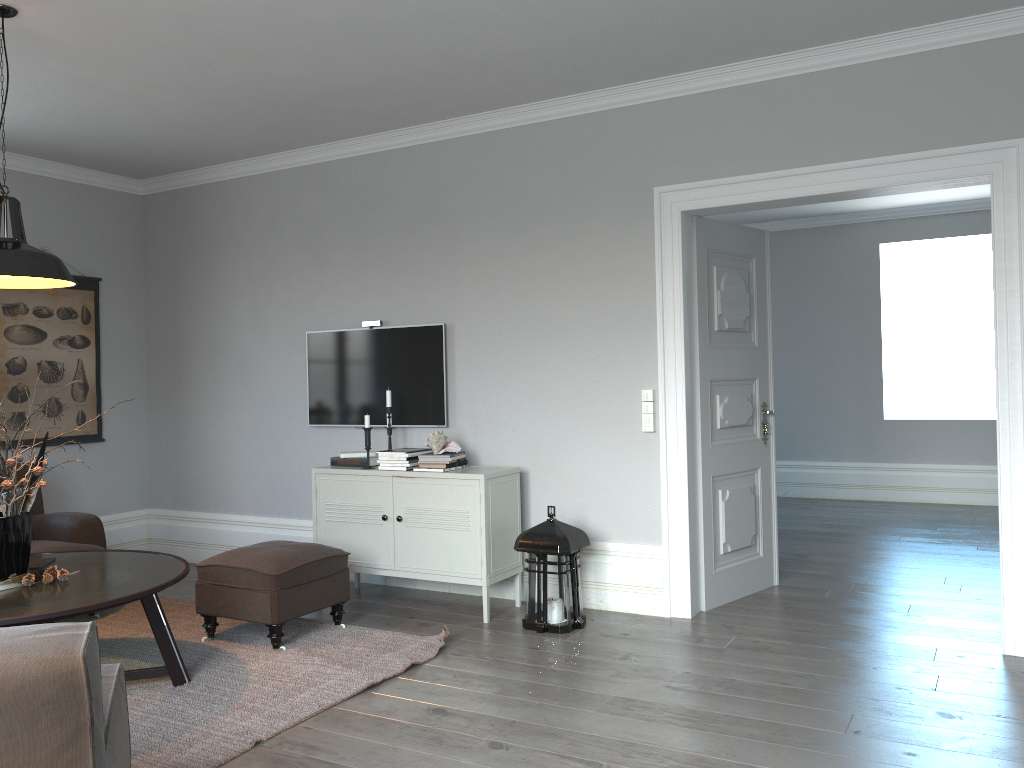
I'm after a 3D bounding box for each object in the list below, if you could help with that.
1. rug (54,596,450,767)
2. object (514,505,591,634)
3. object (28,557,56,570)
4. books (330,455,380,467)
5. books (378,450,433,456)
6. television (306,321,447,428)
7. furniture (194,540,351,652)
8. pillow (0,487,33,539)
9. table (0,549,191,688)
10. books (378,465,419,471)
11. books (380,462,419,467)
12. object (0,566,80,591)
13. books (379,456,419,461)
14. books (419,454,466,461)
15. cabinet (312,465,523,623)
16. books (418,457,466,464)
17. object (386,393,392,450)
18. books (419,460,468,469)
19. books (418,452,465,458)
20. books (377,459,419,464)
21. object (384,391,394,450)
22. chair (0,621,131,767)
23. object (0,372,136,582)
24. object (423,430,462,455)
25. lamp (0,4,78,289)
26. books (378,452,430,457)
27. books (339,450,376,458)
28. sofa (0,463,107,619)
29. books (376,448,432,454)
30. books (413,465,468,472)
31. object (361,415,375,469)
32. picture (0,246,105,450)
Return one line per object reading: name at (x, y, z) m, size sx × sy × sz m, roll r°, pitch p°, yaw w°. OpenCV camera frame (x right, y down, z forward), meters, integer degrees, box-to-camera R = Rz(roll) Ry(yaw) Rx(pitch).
rug at (-1.963, 1.221, 3.522) m, size 2.400 × 0.090 × 2.819 m, roll -1°, pitch 0°, yaw 30°
object at (0.204, 0.907, 4.440) m, size 0.323 × 0.599 × 0.323 m, roll -1°, pitch 0°, yaw 29°
object at (-2.022, 0.771, 3.820) m, size 0.051 × 0.011 × 0.207 m, roll -1°, pitch 0°, yaw -11°
books at (-0.887, 0.448, 5.205) m, size 0.276 × 0.049 × 0.218 m, roll -1°, pitch 0°, yaw 29°
books at (-0.587, 0.380, 4.934) m, size 0.196 × 0.010 × 0.260 m, roll -1°, pitch 0°, yaw 27°
television at (-0.845, -0.058, 5.453) m, size 1.063 × 0.657 × 0.041 m, roll -1°, pitch 0°, yaw 29°
furniture at (-1.162, 1.017, 4.366) m, size 0.574 × 0.440 × 0.583 m, roll -1°, pitch 0°, yaw 30°
pillow at (-2.809, 0.716, 4.690) m, size 0.183 × 0.288 × 0.542 m, roll -1°, pitch 0°, yaw 31°
table at (-1.950, 1.026, 3.479) m, size 1.300 × 0.503 × 1.300 m, roll -1°, pitch 0°, yaw 22°
books at (-0.584, 0.457, 4.944) m, size 0.200 × 0.022 × 0.271 m, roll -1°, pitch 0°, yaw 31°
books at (-0.582, 0.438, 4.933) m, size 0.200 × 0.016 × 0.253 m, roll -1°, pitch 0°, yaw 27°
object at (-1.870, 0.748, 3.448) m, size 0.404 × 0.067 × 0.153 m, roll -2°, pitch 0°, yaw -43°
books at (-0.588, 0.404, 4.935) m, size 0.200 × 0.019 × 0.251 m, roll -1°, pitch 0°, yaw 31°
books at (-0.377, 0.400, 4.821) m, size 0.184 × 0.017 × 0.235 m, roll -1°, pitch 0°, yaw 17°
cabinet at (-0.547, 0.844, 4.929) m, size 1.152 × 0.757 × 0.408 m, roll -1°, pitch 0°, yaw 29°
books at (-0.380, 0.415, 4.827) m, size 0.184 × 0.014 × 0.235 m, roll -1°, pitch 0°, yaw 19°
object at (-0.694, 0.257, 5.024) m, size 0.092 × 0.431 × 0.092 m, roll -1°, pitch 0°, yaw -11°
books at (-0.374, 0.436, 4.840) m, size 0.175 × 0.027 × 0.238 m, roll -1°, pitch 0°, yaw 26°
books at (-0.382, 0.384, 4.823) m, size 0.184 × 0.014 × 0.235 m, roll -1°, pitch 0°, yaw 17°
books at (-0.586, 0.422, 4.945) m, size 0.222 × 0.016 × 0.271 m, roll -1°, pitch 0°, yaw 29°
object at (-0.708, 0.246, 5.128) m, size 0.066 × 0.457 × 0.066 m, roll -1°, pitch 0°, yaw -3°
chair at (-1.277, 0.860, 1.898) m, size 0.807 × 0.795 × 0.970 m, roll -1°, pitch 0°, yaw -20°
object at (-1.862, 0.242, 3.540) m, size 0.525 × 1.066 × 0.853 m, roll -1°, pitch 0°, yaw 0°
object at (-0.388, 0.315, 4.832) m, size 0.192 × 0.127 × 0.194 m, roll -1°, pitch 0°, yaw 23°
lamp at (-1.996, -0.935, 3.484) m, size 0.504 × 1.076 × 0.504 m, roll -1°, pitch 0°, yaw -13°
books at (-0.584, 0.390, 4.938) m, size 0.196 × 0.010 × 0.265 m, roll -1°, pitch 0°, yaw 29°
books at (-0.913, 0.413, 5.213) m, size 0.199 × 0.024 × 0.160 m, roll -2°, pitch 0°, yaw -16°
sofa at (-3.023, 0.877, 4.087) m, size 0.968 × 0.824 × 2.165 m, roll -1°, pitch 0°, yaw 29°
books at (-0.592, 0.372, 4.940) m, size 0.212 × 0.008 × 0.263 m, roll -1°, pitch 0°, yaw 31°
books at (-0.388, 0.457, 4.829) m, size 0.196 × 0.014 × 0.243 m, roll -1°, pitch 0°, yaw 29°
object at (-0.810, 0.322, 4.983) m, size 0.083 × 0.311 × 0.083 m, roll -1°, pitch 0°, yaw 7°
picture at (-3.044, -0.249, 5.813) m, size 0.057 × 1.313 × 0.793 m, roll -1°, pitch 0°, yaw 29°
